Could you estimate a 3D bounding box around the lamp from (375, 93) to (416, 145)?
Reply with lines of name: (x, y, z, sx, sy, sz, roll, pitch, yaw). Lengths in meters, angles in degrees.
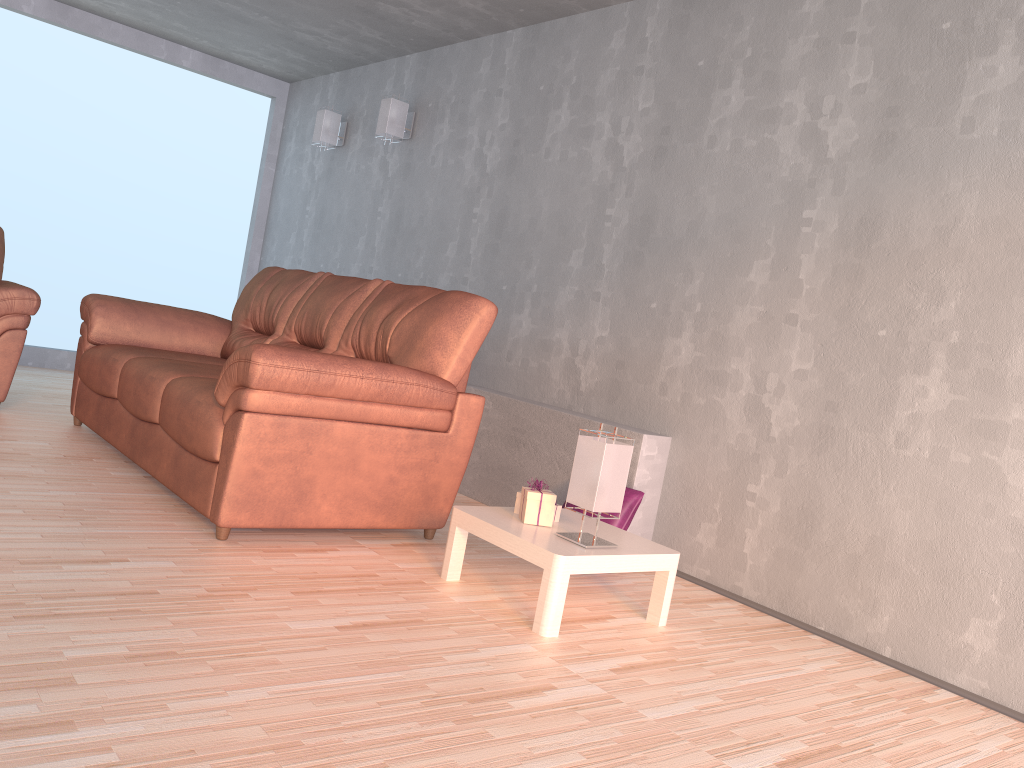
lamp: (-0.726, -1.642, 5.527, 0.177, 0.319, 0.165, 8, 4, -40)

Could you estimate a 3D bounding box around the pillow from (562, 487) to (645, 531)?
pillow: (0.328, 0.552, 3.604, 0.327, 0.326, 0.241, 14, 4, 44)

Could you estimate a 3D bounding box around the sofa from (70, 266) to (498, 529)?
sofa: (-1.125, -0.094, 3.874, 0.981, 0.923, 2.202, 8, 4, -40)

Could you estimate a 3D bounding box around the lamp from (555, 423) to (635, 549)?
lamp: (0.265, 0.311, 2.747, 0.140, 0.376, 0.140, 8, 4, -40)

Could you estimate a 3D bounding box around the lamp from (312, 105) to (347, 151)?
lamp: (-1.278, -1.781, 6.203, 0.168, 0.319, 0.165, 8, 4, -40)

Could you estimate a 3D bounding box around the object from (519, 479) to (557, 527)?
object: (0.084, 0.382, 2.900, 0.102, 0.147, 0.099, 10, 3, -11)

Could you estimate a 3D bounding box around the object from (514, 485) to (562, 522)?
object: (0.093, 0.402, 3.000, 0.152, 0.105, 0.080, 12, 3, 19)

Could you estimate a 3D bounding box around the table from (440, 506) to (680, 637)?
table: (0.152, 0.592, 2.895, 0.548, 0.241, 0.548, 8, 4, -40)

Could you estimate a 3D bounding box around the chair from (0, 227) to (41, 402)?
chair: (-2.974, -0.446, 4.407, 0.970, 0.879, 0.936, 8, 4, -40)
